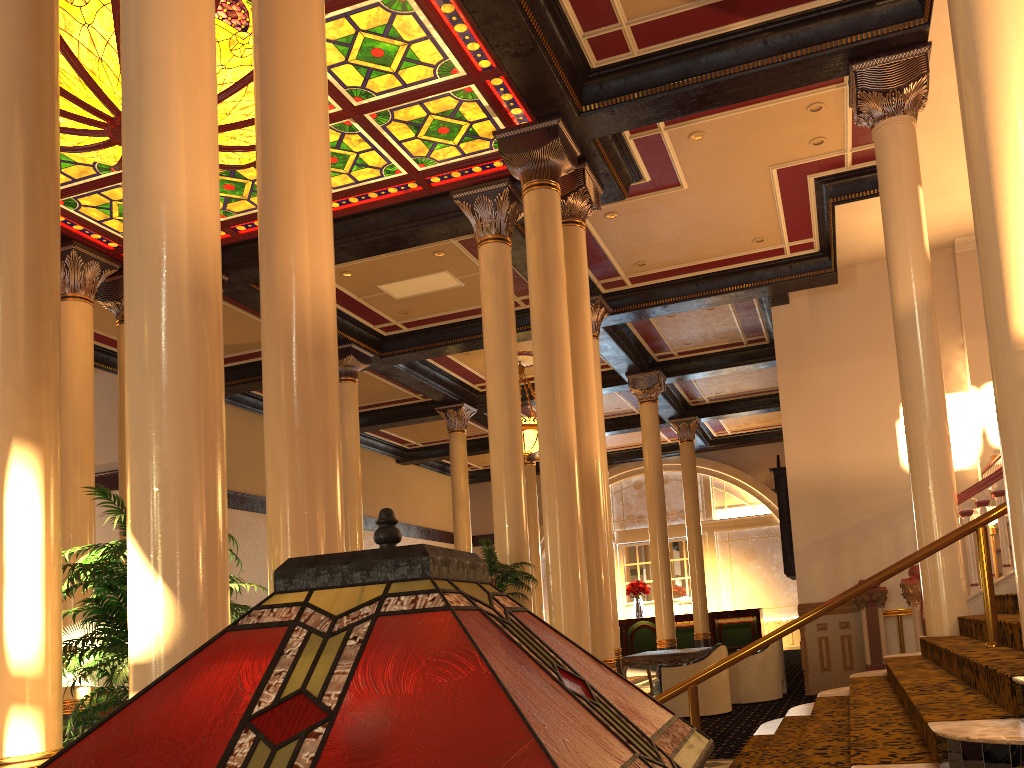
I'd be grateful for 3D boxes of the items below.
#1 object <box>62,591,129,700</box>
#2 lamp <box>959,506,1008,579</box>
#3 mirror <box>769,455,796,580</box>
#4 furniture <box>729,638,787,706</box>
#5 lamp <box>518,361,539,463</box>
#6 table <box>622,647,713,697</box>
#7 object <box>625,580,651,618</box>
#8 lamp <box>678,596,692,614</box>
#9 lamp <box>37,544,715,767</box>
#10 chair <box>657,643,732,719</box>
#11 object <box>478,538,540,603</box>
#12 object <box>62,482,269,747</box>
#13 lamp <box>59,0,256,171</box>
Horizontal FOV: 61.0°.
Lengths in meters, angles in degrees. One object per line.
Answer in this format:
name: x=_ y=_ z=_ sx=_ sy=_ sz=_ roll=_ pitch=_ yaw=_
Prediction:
object: x=-3.759 y=3.145 z=9.514 sx=1.789 sy=2.228 sz=2.164 roll=-8 pitch=-12 yaw=22
lamp: x=4.351 y=2.112 z=7.733 sx=0.580 sy=1.974 sz=0.591 roll=-4 pitch=-7 yaw=1
mirror: x=4.358 y=2.109 z=13.860 sx=0.251 sy=1.947 sz=1.854 roll=-6 pitch=-11 yaw=20
furniture: x=3.669 y=4.255 z=13.115 sx=0.794 sy=0.923 sz=2.266 roll=-8 pitch=-15 yaw=19
lamp: x=0.199 y=0.516 z=15.789 sx=1.173 sy=1.870 sz=1.234 roll=-6 pitch=-9 yaw=13
table: x=2.367 y=4.368 z=12.915 sx=1.087 sy=0.756 sz=1.709 roll=-9 pitch=-15 yaw=18
object: x=2.329 y=-0.207 z=8.051 sx=0.669 sy=4.187 sz=30.824 roll=-4 pitch=-16 yaw=2
lamp: x=4.391 y=5.594 z=21.968 sx=0.436 sy=0.435 sz=0.421 roll=1 pitch=-12 yaw=-26
lamp: x=-0.058 y=0.301 z=0.469 sx=0.314 sy=0.411 sz=0.332 roll=-7 pitch=-10 yaw=15
chair: x=2.438 y=3.857 z=11.335 sx=0.754 sy=0.895 sz=1.000 roll=-12 pitch=-14 yaw=38
object: x=-0.198 y=2.513 z=8.095 sx=1.027 sy=2.110 sz=1.111 roll=-5 pitch=-8 yaw=7
object: x=-1.694 y=1.495 z=4.157 sx=1.107 sy=2.110 sz=1.031 roll=-1 pitch=-9 yaw=-23
lamp: x=-3.115 y=-2.336 z=7.216 sx=2.947 sy=0.589 sz=3.134 roll=-9 pitch=-16 yaw=16
